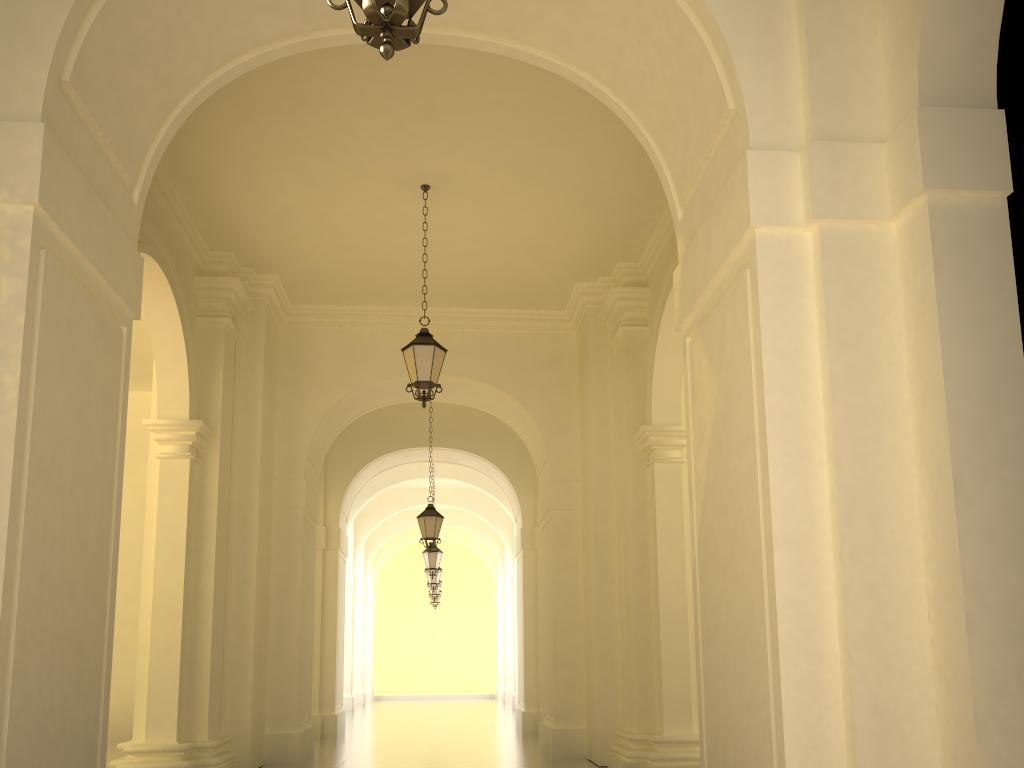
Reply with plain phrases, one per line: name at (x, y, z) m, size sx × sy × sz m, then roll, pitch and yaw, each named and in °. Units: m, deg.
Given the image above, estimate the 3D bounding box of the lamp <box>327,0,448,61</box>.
lamp at (-0.422, -2.638, 3.098) m, size 0.446 × 3.225 × 0.519 m, roll 6°, pitch -11°, yaw -34°

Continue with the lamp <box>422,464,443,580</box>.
lamp at (-1.881, 3.008, 20.811) m, size 0.510 × 3.225 × 0.454 m, roll 0°, pitch -9°, yaw -5°

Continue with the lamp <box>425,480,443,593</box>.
lamp at (-2.197, 4.231, 24.647) m, size 0.510 × 3.225 × 0.454 m, roll 0°, pitch -9°, yaw -5°

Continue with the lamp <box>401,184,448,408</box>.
lamp at (-0.952, -0.969, 9.547) m, size 0.445 × 2.500 × 0.521 m, roll -5°, pitch -11°, yaw 25°

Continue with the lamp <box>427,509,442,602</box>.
lamp at (-2.507, 5.432, 28.414) m, size 0.510 × 3.225 × 0.454 m, roll 0°, pitch -9°, yaw -5°

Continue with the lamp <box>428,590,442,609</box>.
lamp at (-2.815, 6.625, 32.158) m, size 0.510 × 3.225 × 0.454 m, roll 0°, pitch -9°, yaw -5°

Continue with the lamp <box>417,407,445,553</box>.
lamp at (-1.472, 1.423, 15.840) m, size 0.446 × 3.225 × 0.519 m, roll 6°, pitch -11°, yaw -34°
